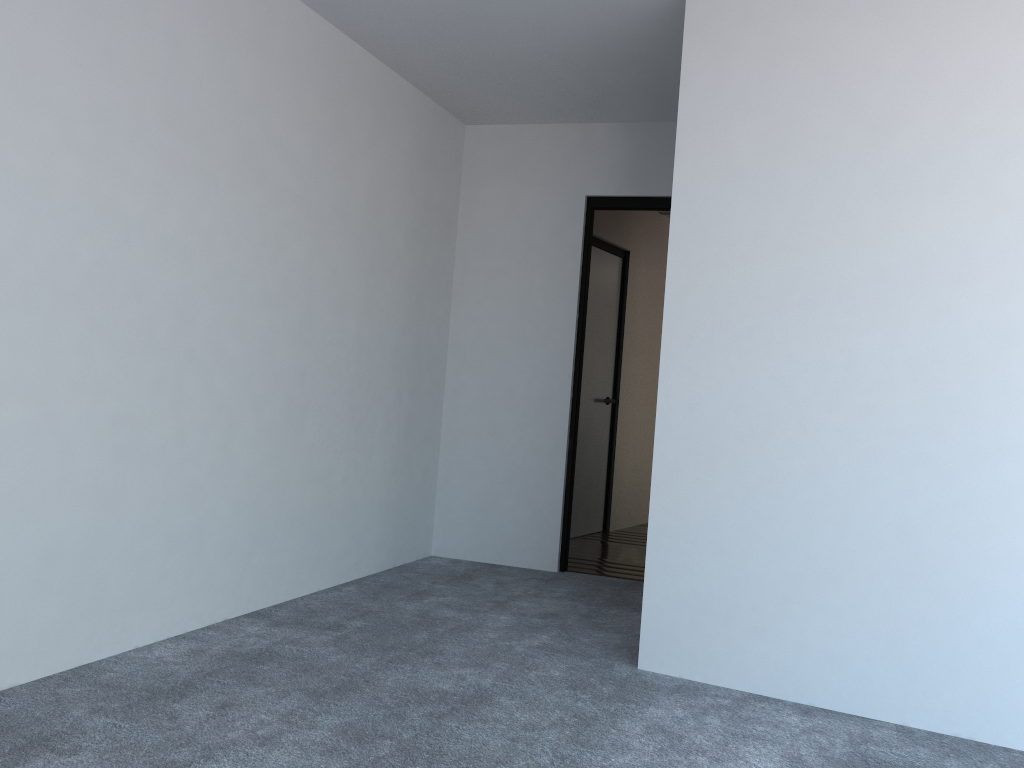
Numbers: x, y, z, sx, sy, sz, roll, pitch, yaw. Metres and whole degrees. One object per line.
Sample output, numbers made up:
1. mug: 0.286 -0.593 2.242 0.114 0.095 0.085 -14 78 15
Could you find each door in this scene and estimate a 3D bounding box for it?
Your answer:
1. door: 0.646 0.009 4.353 0.970 2.094 1.009 4 -2 19
2. door: 0.481 0.020 6.116 0.147 2.094 1.046 3 -2 31
